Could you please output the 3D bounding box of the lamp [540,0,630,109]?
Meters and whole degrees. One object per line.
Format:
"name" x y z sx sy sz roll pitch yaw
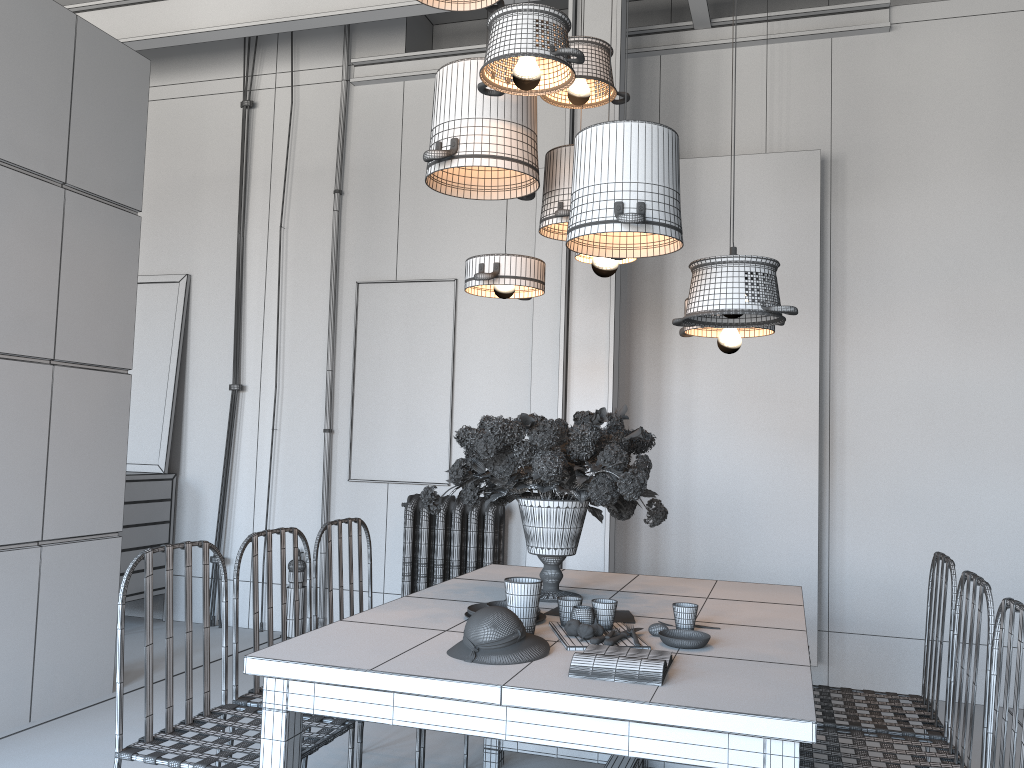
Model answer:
"lamp" 0.264 -1.597 3.391 0.301 1.094 0.359 -1 -5 35

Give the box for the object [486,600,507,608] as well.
"object" -0.008 0.655 2.576 0.135 0.029 0.135 1 -4 10

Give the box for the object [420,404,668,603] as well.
"object" 0.110 0.381 2.969 0.782 0.654 0.697 0 -4 20

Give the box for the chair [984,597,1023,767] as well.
"chair" 0.866 0.960 1.952 0.488 0.975 0.474 1 -4 17

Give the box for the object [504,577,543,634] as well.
"object" 0.028 0.592 2.351 0.102 0.146 0.102 3 -4 -18

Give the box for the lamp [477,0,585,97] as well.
"lamp" 0.070 -1.542 2.745 0.359 1.306 0.301 1 -4 10

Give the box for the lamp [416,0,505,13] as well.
"lamp" -0.177 -1.752 2.969 0.392 0.870 0.346 3 -4 -12

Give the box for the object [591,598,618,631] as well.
"object" 0.250 0.626 2.404 0.071 0.076 0.071 -2 -5 42

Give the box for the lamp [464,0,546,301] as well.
"lamp" -0.003 -1.237 3.610 0.323 1.798 0.404 3 -4 -14

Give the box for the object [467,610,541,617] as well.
"object" -0.024 0.665 2.555 0.211 0.024 0.211 -1 -5 36

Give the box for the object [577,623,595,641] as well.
"object" 0.188 0.631 2.258 0.044 0.043 0.043 2 -4 -11

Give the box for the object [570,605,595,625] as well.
"object" 0.187 0.627 2.363 0.065 0.064 0.065 2 -4 2

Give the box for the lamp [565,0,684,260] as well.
"lamp" 0.326 -1.286 2.422 0.312 1.845 0.352 -2 -5 43

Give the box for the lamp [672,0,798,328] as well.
"lamp" 0.669 -1.180 2.645 0.359 2.004 0.301 1 -4 15

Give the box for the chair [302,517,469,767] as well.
"chair" -0.461 1.021 3.412 0.488 0.975 0.474 1 -4 17

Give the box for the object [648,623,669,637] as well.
"object" 0.389 0.663 2.422 0.054 0.037 0.121 2 -4 -4

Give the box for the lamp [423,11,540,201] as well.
"lamp" -0.084 -1.440 3.248 0.470 1.447 0.415 3 -4 -12

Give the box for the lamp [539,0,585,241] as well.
"lamp" 0.287 -1.360 3.486 0.364 1.553 0.322 4 -4 -27

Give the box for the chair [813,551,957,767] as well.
"chair" 1.163 1.036 2.910 0.488 0.975 0.474 1 -4 17

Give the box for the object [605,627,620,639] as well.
"object" 0.260 0.647 2.302 0.021 0.019 0.174 1 -4 15

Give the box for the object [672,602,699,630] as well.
"object" 0.479 0.648 2.452 0.071 0.076 0.071 4 -4 -25

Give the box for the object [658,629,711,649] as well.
"object" 0.442 0.657 2.277 0.133 0.029 0.133 4 -4 -25

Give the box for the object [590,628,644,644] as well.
"object" 0.273 0.651 2.306 0.024 0.015 0.249 -1 -5 37

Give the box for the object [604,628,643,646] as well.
"object" 0.288 0.648 2.287 0.024 0.017 0.249 0 -4 27

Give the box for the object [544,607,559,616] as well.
"object" 0.204 0.686 2.678 0.182 0.016 0.179 0 -4 22

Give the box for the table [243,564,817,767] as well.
"table" 0.229 1.101 2.660 1.239 0.819 1.784 1 -4 17

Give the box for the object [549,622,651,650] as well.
"object" 0.223 0.665 2.353 0.213 0.012 0.335 2 -4 -6

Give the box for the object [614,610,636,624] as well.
"object" 0.271 0.685 2.625 0.182 0.014 0.185 2 -4 1

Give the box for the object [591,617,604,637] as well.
"object" 0.218 0.632 2.304 0.044 0.050 0.043 -1 -5 35

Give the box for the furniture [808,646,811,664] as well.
"furniture" 0.615 1.338 3.812 1.260 0.478 0.300 1 -4 17

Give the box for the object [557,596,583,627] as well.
"object" 0.157 0.625 2.429 0.071 0.076 0.071 1 -4 14

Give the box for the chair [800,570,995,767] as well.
"chair" 1.013 0.998 2.424 0.488 0.975 0.474 1 -4 17

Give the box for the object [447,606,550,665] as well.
"object" -0.036 0.641 2.135 0.236 0.211 0.260 -1 -5 35

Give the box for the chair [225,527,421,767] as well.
"chair" -0.607 0.984 2.939 0.488 0.975 0.474 1 -4 17

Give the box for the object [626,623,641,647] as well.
"object" 0.311 0.644 2.281 0.021 0.026 0.173 2 -4 2

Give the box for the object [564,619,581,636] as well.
"object" 0.161 0.633 2.300 0.051 0.045 0.045 2 -4 -5

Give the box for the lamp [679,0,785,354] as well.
"lamp" 0.820 -1.119 3.297 0.404 2.026 0.323 0 -4 20

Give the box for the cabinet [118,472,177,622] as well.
"cabinet" -2.857 1.113 6.017 0.796 1.026 0.668 1 -4 17

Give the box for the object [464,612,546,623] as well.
"object" -0.019 0.670 2.546 0.236 0.015 0.236 2 -4 -10

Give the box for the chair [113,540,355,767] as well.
"chair" -0.758 0.946 2.454 0.488 0.975 0.474 1 -4 17

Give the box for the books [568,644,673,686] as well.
"books" 0.253 0.628 2.020 0.202 0.041 0.249 1 -4 15

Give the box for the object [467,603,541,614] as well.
"object" -0.024 0.659 2.555 0.211 0.024 0.211 4 -5 -30

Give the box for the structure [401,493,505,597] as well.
"structure" -0.357 1.184 5.395 0.733 1.007 0.328 1 -4 17

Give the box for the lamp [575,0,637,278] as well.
"lamp" 0.330 -1.257 2.928 0.202 1.831 0.253 4 -5 -34

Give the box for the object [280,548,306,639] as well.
"object" -1.415 1.406 5.854 0.206 0.647 0.173 5 -5 -37

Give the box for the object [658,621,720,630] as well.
"object" 0.502 0.685 2.513 0.174 0.014 0.021 1 -4 12
